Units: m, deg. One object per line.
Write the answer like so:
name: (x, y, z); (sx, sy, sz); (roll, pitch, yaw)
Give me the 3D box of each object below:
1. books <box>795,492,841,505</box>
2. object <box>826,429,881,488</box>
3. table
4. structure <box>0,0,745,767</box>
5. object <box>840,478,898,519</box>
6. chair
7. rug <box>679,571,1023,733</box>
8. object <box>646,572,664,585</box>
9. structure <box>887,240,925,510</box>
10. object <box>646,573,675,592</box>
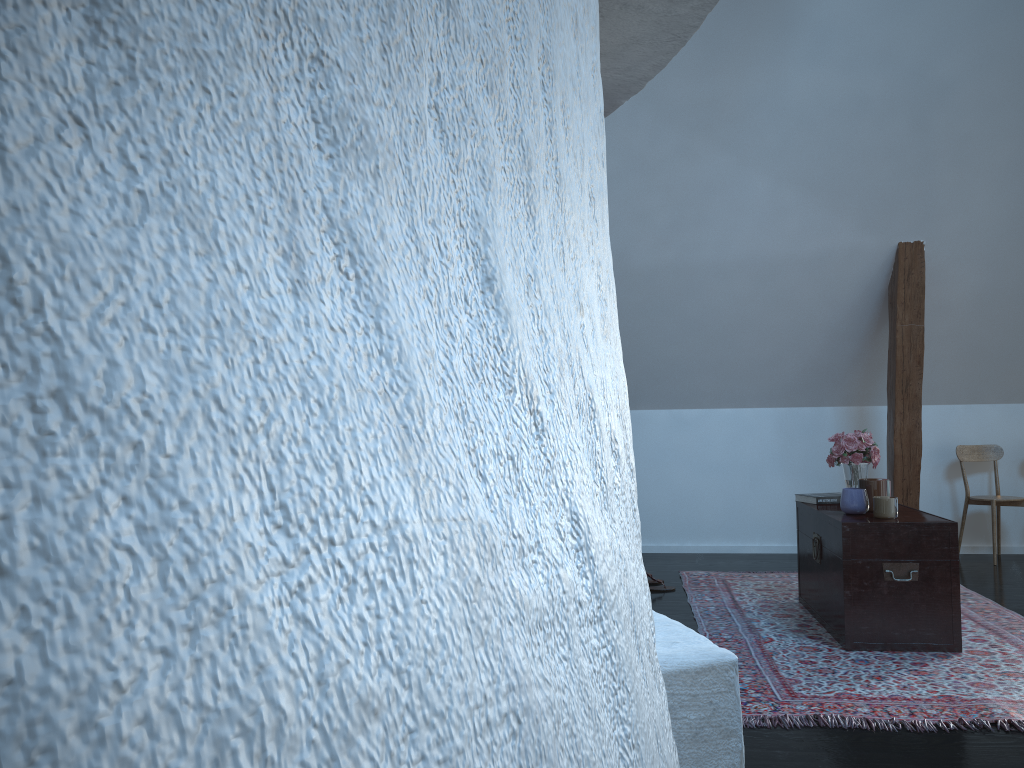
books: (1.501, 0.543, 4.214); (0.243, 0.034, 0.179); (0, -2, -15)
object: (1.567, 0.379, 4.082); (0.235, 0.351, 0.234); (0, -3, -33)
table: (1.548, 0.787, 3.828); (0.471, 0.492, 0.962); (-1, -2, 7)
structure: (-1.240, -1.371, 0.917); (3.049, 4.752, 3.058); (-2, -2, 16)
object: (1.492, 0.475, 3.730); (0.215, 0.138, 0.413); (-2, -2, 19)
chair: (2.943, 0.723, 5.411); (0.329, 0.696, 0.342); (-1, -2, -10)
rug: (1.527, 1.026, 3.793); (1.512, 0.029, 2.647); (-1, -2, 7)
object: (0.708, 1.039, 4.799); (0.277, 0.090, 0.101); (1, -3, -36)
structure: (6.158, 0.035, 4.979); (12.350, 1.963, 1.023); (-1, -2, 7)
object: (0.721, 1.032, 4.639); (0.277, 0.090, 0.101); (-1, -2, -4)
